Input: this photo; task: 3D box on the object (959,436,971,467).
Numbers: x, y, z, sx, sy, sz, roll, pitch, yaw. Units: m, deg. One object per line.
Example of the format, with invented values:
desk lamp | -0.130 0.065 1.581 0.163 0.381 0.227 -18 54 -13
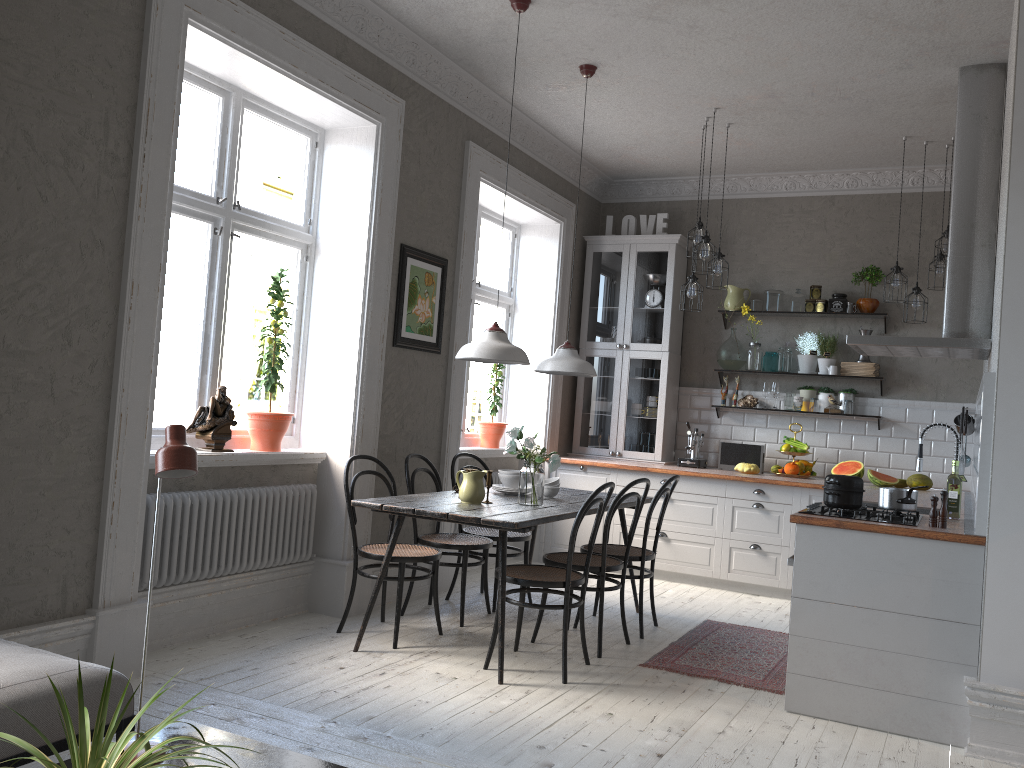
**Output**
object | 3.140 0.387 6.126 0.075 0.379 0.084 3 -2 27

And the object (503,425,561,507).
object | 0.106 0.427 4.632 0.307 0.414 0.255 4 -2 25

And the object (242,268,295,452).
object | -1.276 -0.139 4.733 0.274 0.991 0.265 5 -2 -24

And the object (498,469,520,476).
object | 0.006 0.556 5.183 0.177 0.094 0.182 4 -2 17

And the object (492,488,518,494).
object | 0.001 0.629 5.181 0.232 0.027 0.242 3 -2 44

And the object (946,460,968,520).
object | 2.129 0.508 4.238 0.088 0.282 0.083 3 -2 27

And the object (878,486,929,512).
object | 1.851 0.526 4.122 0.178 0.134 0.298 5 -2 -29

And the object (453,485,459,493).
object | -0.256 0.564 5.052 0.138 0.112 0.140 4 -2 9

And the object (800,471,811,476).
object | 2.251 0.690 6.805 0.069 0.051 0.089 5 -2 -16

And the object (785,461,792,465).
object | 2.214 0.646 6.972 0.157 0.076 0.077 5 -2 -37

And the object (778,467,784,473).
object | 2.117 0.675 6.916 0.090 0.057 0.084 5 -2 -32

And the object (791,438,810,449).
object | 2.261 0.474 6.927 0.090 0.096 0.177 6 -2 -43

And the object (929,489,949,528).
object | 1.823 0.529 3.784 0.071 0.167 0.036 3 -2 26

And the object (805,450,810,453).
object | 2.284 0.529 6.876 0.051 0.050 0.050 3 -2 36

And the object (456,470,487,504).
object | -0.209 0.524 4.546 0.151 0.170 0.134 5 -2 -12

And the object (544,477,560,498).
object | 0.216 0.597 5.128 0.122 0.119 0.130 3 -2 42

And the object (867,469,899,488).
object | 2.691 0.688 6.410 0.223 0.127 0.149 4 -2 9

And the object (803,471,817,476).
object | 2.293 0.687 6.923 0.055 0.044 0.213 5 -2 -25

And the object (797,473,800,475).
object | 2.191 0.692 6.840 0.070 0.065 0.070 6 -2 -43

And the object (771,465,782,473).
object | 2.099 0.671 6.966 0.154 0.072 0.075 5 -2 -34

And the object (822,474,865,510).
object | 1.508 0.490 4.031 0.189 0.147 0.194 4 -2 6

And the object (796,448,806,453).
object | 2.234 0.527 6.866 0.075 0.062 0.100 4 -2 0

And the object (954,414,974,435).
object | 2.896 0.248 5.669 0.106 0.161 0.140 3 -2 43

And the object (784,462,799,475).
object | 2.143 0.646 6.784 0.113 0.111 0.111 4 -2 -6

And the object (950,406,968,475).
object | 2.695 0.358 5.341 0.080 0.443 0.334 3 -2 28

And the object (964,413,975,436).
object | 2.963 0.256 5.780 0.106 0.161 0.139 3 -2 29

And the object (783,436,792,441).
object | 2.151 0.434 6.911 0.072 0.058 0.051 4 -2 3

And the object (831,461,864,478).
object | 2.488 0.653 6.567 0.222 0.174 0.231 6 -2 -42

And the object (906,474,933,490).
object | 2.956 0.711 6.422 0.205 0.119 0.131 5 -2 -11

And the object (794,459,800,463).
object | 2.239 0.636 6.953 0.084 0.093 0.088 4 -2 22

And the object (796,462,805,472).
object | 2.214 0.642 6.835 0.089 0.078 0.087 6 -2 -37

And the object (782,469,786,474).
object | 2.137 0.685 6.924 0.069 0.076 0.230 4 -2 10

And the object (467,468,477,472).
object | -0.215 0.527 4.682 0.063 0.172 0.060 6 -2 -42

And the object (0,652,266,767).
object | -0.753 0.726 1.655 0.716 0.420 0.677 3 -2 45

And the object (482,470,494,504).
object | -0.123 0.534 4.598 0.058 0.167 0.060 3 -2 40

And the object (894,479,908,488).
object | 2.857 0.730 6.525 0.202 0.073 0.119 5 -2 -11

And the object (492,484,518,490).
object | 0.002 0.612 5.182 0.242 0.027 0.232 6 -2 -41

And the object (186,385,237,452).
object | -1.481 0.168 4.368 0.118 0.329 0.241 3 -2 29

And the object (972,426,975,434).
object | 3.022 0.264 5.896 0.106 0.161 0.139 3 -2 39

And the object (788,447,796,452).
object | 2.169 0.521 6.859 0.062 0.061 0.068 3 -2 26

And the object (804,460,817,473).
object | 2.310 0.628 6.863 0.128 0.120 0.060 6 -2 -40

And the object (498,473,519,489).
object | 0.005 0.576 5.183 0.177 0.094 0.182 4 -2 17

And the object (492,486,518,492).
object | 0.002 0.620 5.181 0.238 0.027 0.236 4 -2 -6

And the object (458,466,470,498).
object | -0.235 0.528 4.774 0.095 0.172 0.096 4 -2 8

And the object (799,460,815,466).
object | 2.290 0.620 6.882 0.125 0.056 0.060 4 -2 18
